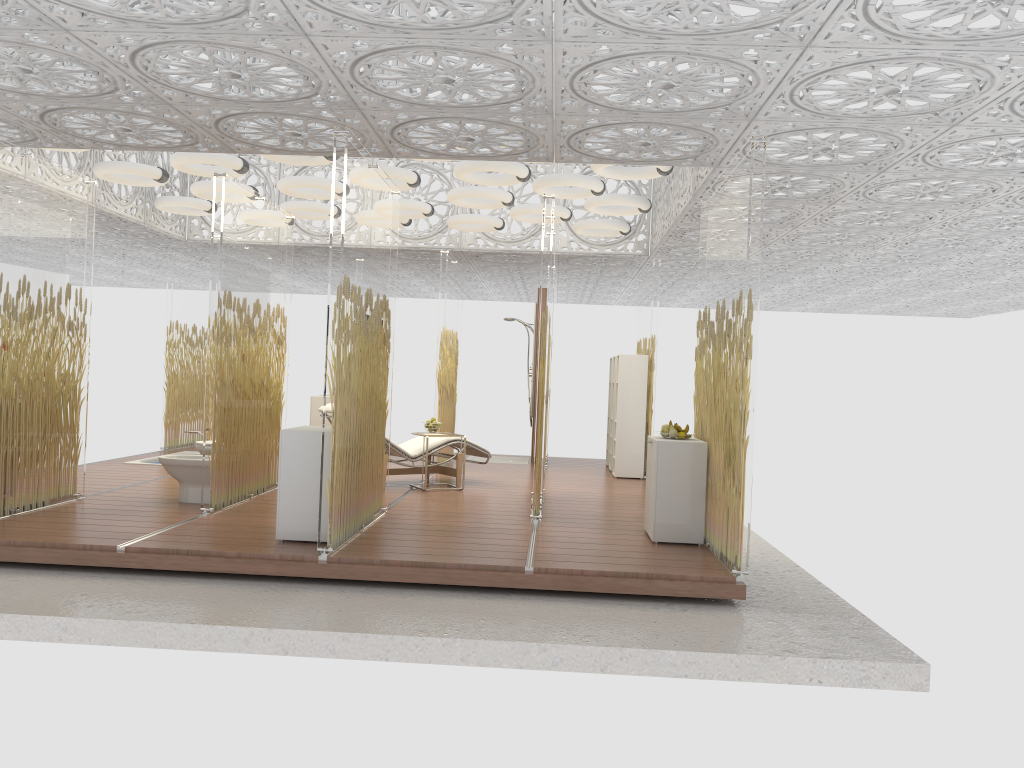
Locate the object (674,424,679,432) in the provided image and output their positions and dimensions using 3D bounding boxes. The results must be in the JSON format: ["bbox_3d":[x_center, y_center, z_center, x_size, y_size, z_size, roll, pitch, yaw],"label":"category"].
[{"bbox_3d":[1.221,0.331,6.576,0.032,0.085,0.186,2,0,14],"label":"object"}]

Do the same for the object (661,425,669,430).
[{"bbox_3d":[1.157,0.338,6.640,0.077,0.067,0.078,2,0,4],"label":"object"}]

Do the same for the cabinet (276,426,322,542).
[{"bbox_3d":[-1.326,0.660,6.038,0.358,0.712,0.595,2,0,3],"label":"cabinet"}]

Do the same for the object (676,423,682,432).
[{"bbox_3d":[1.240,0.324,6.560,0.045,0.064,0.202,2,0,6],"label":"object"}]

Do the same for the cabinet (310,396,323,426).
[{"bbox_3d":[-2.387,0.558,12.019,0.549,0.782,0.643,2,0,3],"label":"cabinet"}]

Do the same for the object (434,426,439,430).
[{"bbox_3d":[-0.753,0.438,8.839,0.045,0.042,0.045,2,0,-3],"label":"object"}]

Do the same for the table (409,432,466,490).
[{"bbox_3d":[-0.744,0.764,8.854,0.420,0.535,0.420,2,0,-27],"label":"table"}]

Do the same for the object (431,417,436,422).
[{"bbox_3d":[-0.787,0.359,8.865,0.055,0.056,0.055,2,0,3],"label":"object"}]

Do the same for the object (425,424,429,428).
[{"bbox_3d":[-0.845,0.416,8.883,0.058,0.058,0.058,2,0,-30],"label":"object"}]

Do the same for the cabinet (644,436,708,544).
[{"bbox_3d":[1.196,0.761,6.530,0.358,0.712,0.595,2,0,3],"label":"cabinet"}]

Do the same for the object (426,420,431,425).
[{"bbox_3d":[-0.833,0.381,8.824,0.047,0.045,0.047,2,0,3],"label":"object"}]

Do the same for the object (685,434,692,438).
[{"bbox_3d":[1.283,0.359,6.597,0.035,0.092,0.194,2,0,-28],"label":"object"}]

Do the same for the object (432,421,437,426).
[{"bbox_3d":[-0.769,0.396,8.833,0.055,0.054,0.050,2,0,-28],"label":"object"}]

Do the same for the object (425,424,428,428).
[{"bbox_3d":[-0.846,0.418,8.841,0.040,0.040,0.039,2,0,-6],"label":"object"}]

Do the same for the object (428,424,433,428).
[{"bbox_3d":[-0.810,0.416,8.814,0.047,0.045,0.047,2,0,7],"label":"object"}]

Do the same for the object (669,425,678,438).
[{"bbox_3d":[1.178,0.346,6.472,0.064,0.097,0.064,2,0,-6],"label":"object"}]

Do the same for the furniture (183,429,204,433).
[{"bbox_3d":[-3.581,0.542,10.422,0.178,0.014,0.977,2,0,3],"label":"furniture"}]

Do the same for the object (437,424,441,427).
[{"bbox_3d":[-0.741,0.409,8.879,0.055,0.048,0.054,2,0,-4],"label":"object"}]

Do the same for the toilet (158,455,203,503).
[{"bbox_3d":[-2.641,0.732,7.401,0.611,0.506,0.401,2,0,3],"label":"toilet"}]

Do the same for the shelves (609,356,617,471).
[{"bbox_3d":[1.457,0.378,11.388,0.344,1.460,0.366,2,0,3],"label":"shelves"}]

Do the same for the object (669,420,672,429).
[{"bbox_3d":[1.188,0.307,6.579,0.035,0.084,0.200,2,0,25],"label":"object"}]

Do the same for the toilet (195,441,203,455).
[{"bbox_3d":[-2.605,0.758,8.157,0.611,0.437,0.401,2,0,3],"label":"toilet"}]

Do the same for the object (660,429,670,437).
[{"bbox_3d":[1.127,0.360,6.525,0.066,0.065,0.091,2,0,18],"label":"object"}]

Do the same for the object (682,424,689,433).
[{"bbox_3d":[1.278,0.333,6.593,0.051,0.079,0.186,2,0,-19],"label":"object"}]

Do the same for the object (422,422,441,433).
[{"bbox_3d":[-0.796,0.438,8.871,0.206,0.105,0.206,2,0,-42],"label":"object"}]

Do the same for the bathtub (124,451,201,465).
[{"bbox_3d":[-3.991,1.014,10.807,0.700,0.582,1.700,2,0,3],"label":"bathtub"}]

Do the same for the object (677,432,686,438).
[{"bbox_3d":[1.236,0.377,6.482,0.055,0.055,0.066,2,0,-39],"label":"object"}]

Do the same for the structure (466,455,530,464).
[{"bbox_3d":[-0.199,1.073,12.424,0.879,0.039,1.053,2,0,3],"label":"structure"}]

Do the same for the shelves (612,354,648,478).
[{"bbox_3d":[1.422,0.380,10.686,0.344,1.460,0.366,2,0,3],"label":"shelves"}]

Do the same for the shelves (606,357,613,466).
[{"bbox_3d":[1.491,0.377,12.091,0.344,1.460,0.366,2,0,3],"label":"shelves"}]

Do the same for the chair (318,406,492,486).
[{"bbox_3d":[-1.077,0.625,9.129,1.787,0.811,0.635,2,0,-37],"label":"chair"}]

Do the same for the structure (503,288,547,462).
[{"bbox_3d":[0.181,-0.133,12.329,0.624,2.402,0.433,2,0,-11],"label":"structure"}]

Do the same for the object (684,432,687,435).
[{"bbox_3d":[1.256,0.358,6.581,0.030,0.090,0.195,2,0,-13],"label":"object"}]
